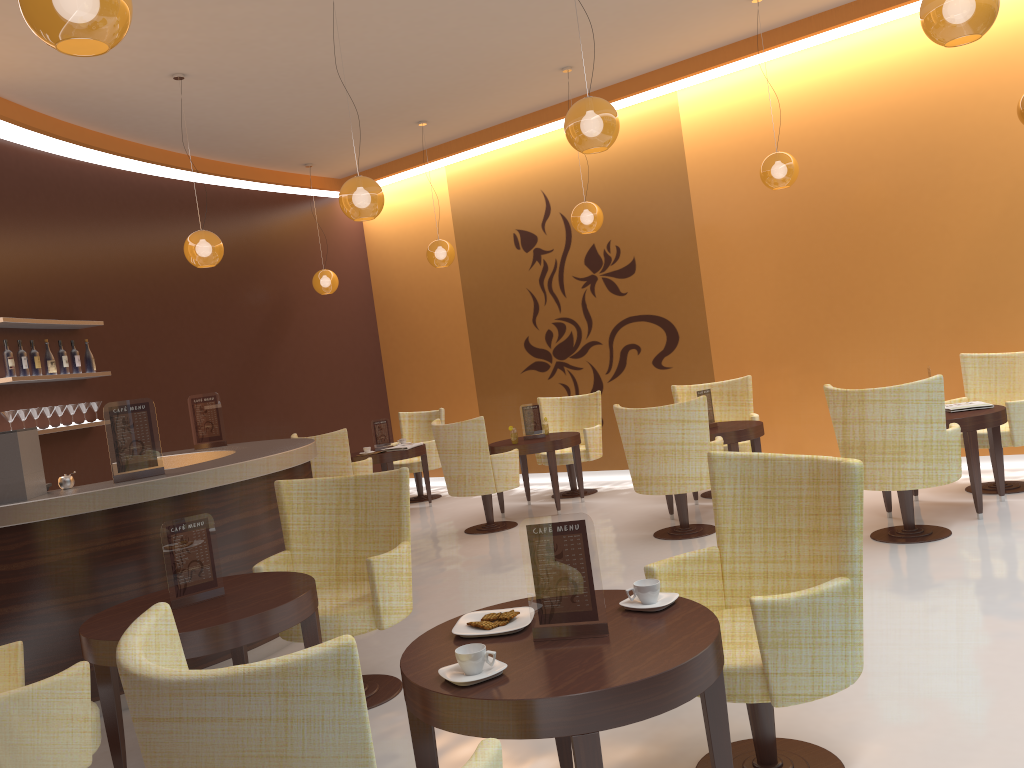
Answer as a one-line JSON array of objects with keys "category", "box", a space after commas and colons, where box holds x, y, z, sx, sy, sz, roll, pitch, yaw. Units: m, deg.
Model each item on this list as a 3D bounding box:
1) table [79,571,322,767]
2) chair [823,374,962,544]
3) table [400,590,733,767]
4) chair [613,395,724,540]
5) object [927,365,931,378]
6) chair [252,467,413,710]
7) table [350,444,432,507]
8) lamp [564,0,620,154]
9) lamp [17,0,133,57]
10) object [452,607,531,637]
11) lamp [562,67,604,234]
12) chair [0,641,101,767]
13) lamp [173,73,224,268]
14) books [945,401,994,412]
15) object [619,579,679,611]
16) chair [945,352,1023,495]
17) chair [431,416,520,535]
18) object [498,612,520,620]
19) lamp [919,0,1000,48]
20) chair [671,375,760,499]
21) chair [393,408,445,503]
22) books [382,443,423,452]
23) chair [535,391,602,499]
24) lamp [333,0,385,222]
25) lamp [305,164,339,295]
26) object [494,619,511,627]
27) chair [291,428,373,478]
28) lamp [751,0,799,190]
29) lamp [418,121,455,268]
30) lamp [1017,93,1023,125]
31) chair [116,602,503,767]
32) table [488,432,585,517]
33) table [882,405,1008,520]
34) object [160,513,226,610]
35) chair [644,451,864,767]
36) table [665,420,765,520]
[{"category": "table", "box": [-1.163, 1.186, 3.467, 0.872, 0.679, 0.874, -8, 2, -6]}, {"category": "chair", "box": [2.432, 0.462, 5.603, 0.729, 1.017, 0.685, -7, 2, 40]}, {"category": "table", "box": [0.173, 1.029, 2.452, 0.872, 0.679, 0.874, -8, 2, -6]}, {"category": "chair", "box": [1.201, 0.606, 6.550, 0.729, 1.017, 0.685, -7, 2, 34]}, {"category": "object", "box": [2.921, 0.038, 6.178, 0.042, 0.335, 0.209, -7, 2, 20]}, {"category": "chair", "box": [-0.798, 0.945, 4.173, 0.729, 1.017, 0.685, -7, 2, 15]}, {"category": "table", "box": [-1.316, 1.044, 9.502, 0.872, 0.679, 0.874, -8, 2, -16]}, {"category": "lamp", "box": [0.345, -1.996, 4.745, 0.299, 1.500, 0.299, -9, 2, -42]}, {"category": "lamp", "box": [-1.331, -1.705, 2.521, 0.299, 1.500, 0.299, -7, 2, 15]}, {"category": "object", "box": [-0.053, 0.704, 2.610, 0.234, 0.020, 0.234, -8, 2, 9]}, {"category": "lamp", "box": [0.600, -2.120, 8.062, 0.299, 1.500, 0.299, -9, 2, -27]}, {"category": "chair", "box": [-1.711, 1.106, 2.870, 0.729, 1.017, 0.685, -6, 2, 44]}, {"category": "lamp", "box": [-2.497, -1.663, 6.930, 0.299, 1.500, 0.299, -9, 2, -35]}, {"category": "books", "box": [3.169, 0.159, 6.198, 0.273, 0.028, 0.339, -8, 2, 12]}, {"category": "object", "box": [0.401, 0.616, 2.603, 0.153, 0.069, 0.153, -7, 2, 38]}, {"category": "chair", "box": [3.631, 0.269, 6.645, 0.685, 1.017, 0.729, -8, 2, -21]}, {"category": "chair", "box": [-0.291, 0.778, 7.804, 0.685, 1.017, 0.729, -9, 2, -36]}, {"category": "object", "box": [-0.009, 0.682, 2.608, 0.055, 0.016, 0.052, -7, 2, 37]}, {"category": "lamp", "box": [1.766, -2.162, 3.653, 0.299, 1.500, 0.299, -8, 2, 12]}, {"category": "chair", "box": [1.875, 0.474, 7.994, 0.729, 1.017, 0.685, -8, 2, 5]}, {"category": "chair", "box": [-1.082, 0.821, 10.264, 0.729, 1.017, 0.685, -7, 2, 37]}, {"category": "books", "box": [-1.152, 0.666, 9.342, 0.345, 0.035, 0.367, -7, 2, 27]}, {"category": "chair", "box": [0.599, 0.620, 9.124, 0.729, 1.017, 0.685, -7, 2, 25]}, {"category": "lamp", "box": [-1.076, -1.829, 5.837, 0.299, 1.500, 0.299, -7, 2, 15]}, {"category": "lamp", "box": [-2.242, -1.787, 10.246, 0.299, 1.500, 0.299, -7, 2, 37]}, {"category": "object", "box": [-0.033, 0.698, 2.590, 0.054, 0.018, 0.051, -7, 2, 25]}, {"category": "chair", "box": [-1.753, 0.952, 8.821, 0.729, 1.017, 0.685, -7, 2, 34]}, {"category": "lamp", "box": [2.020, -2.286, 6.969, 0.299, 1.500, 0.299, -7, 2, 37]}, {"category": "lamp", "box": [-0.821, -1.954, 9.154, 0.299, 1.500, 0.299, -8, 2, -10]}, {"category": "lamp", "box": [3.441, -2.453, 5.877, 0.299, 1.500, 0.299, -7, 2, 37]}, {"category": "chair", "box": [-0.385, 0.951, 1.864, 0.729, 1.017, 0.685, -7, 2, 40]}, {"category": "table", "box": [0.255, 0.857, 8.425, 0.872, 0.679, 0.874, -8, 2, -21]}, {"category": "table", "box": [2.990, 0.540, 6.192, 0.872, 0.679, 0.874, -8, 2, -6]}, {"category": "object", "box": [-1.247, 0.685, 3.461, 0.209, 0.335, 0.042, -9, 2, -39]}, {"category": "chair", "box": [0.813, 0.758, 2.905, 0.685, 1.017, 0.729, -8, 2, -21]}, {"category": "table", "box": [1.638, 0.698, 7.231, 0.872, 0.679, 0.874, -8, 2, -16]}]
